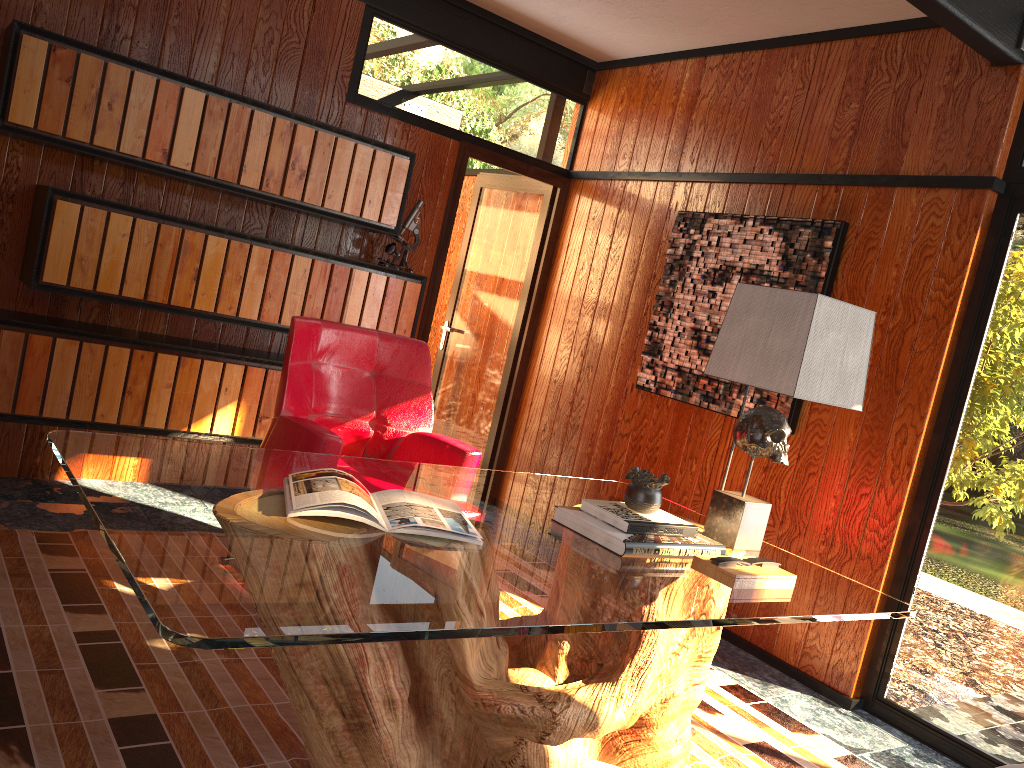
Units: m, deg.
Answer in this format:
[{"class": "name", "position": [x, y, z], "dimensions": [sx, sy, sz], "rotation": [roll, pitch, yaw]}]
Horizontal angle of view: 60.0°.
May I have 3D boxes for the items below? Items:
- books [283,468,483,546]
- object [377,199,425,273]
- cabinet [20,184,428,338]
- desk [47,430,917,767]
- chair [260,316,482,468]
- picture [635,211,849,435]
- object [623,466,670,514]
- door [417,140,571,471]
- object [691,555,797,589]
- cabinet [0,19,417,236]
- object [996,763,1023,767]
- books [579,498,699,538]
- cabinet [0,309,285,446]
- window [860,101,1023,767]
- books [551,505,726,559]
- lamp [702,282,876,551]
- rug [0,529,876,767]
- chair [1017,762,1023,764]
[{"class": "books", "position": [-0.297, 0.267, 2.012], "dimensions": [0.422, 0.049, 0.300], "rotation": [12, 5, -17]}, {"class": "object", "position": [-0.523, -0.724, 4.257], "dimensions": [0.181, 0.354, 0.142], "rotation": [13, 5, 0]}, {"class": "cabinet", "position": [-1.184, -0.464, 3.907], "dimensions": [1.653, 0.390, 0.321], "rotation": [9, 6, -36]}, {"class": "desk", "position": [-0.085, 0.650, 2.204], "dimensions": [1.900, 0.632, 1.150], "rotation": [9, 6, -36]}, {"class": "chair", "position": [-0.549, 0.302, 3.095], "dimensions": [0.621, 0.956, 0.839], "rotation": [9, 6, -36]}, {"class": "picture", "position": [0.958, -0.311, 3.900], "dimensions": [0.061, 0.873, 0.916], "rotation": [9, 6, -36]}, {"class": "object", "position": [0.350, 0.283, 2.350], "dimensions": [0.121, 0.114, 0.118], "rotation": [9, 7, -42]}, {"class": "door", "position": [-0.388, -0.326, 5.149], "dimensions": [0.751, 1.955, 0.734], "rotation": [9, 6, -36]}, {"class": "object", "position": [0.572, 0.454, 2.177], "dimensions": [0.238, 0.049, 0.135], "rotation": [9, 6, -36]}, {"class": "cabinet", "position": [-1.221, -1.015, 3.743], "dimensions": [1.653, 0.390, 0.321], "rotation": [9, 6, -36]}, {"class": "object", "position": [1.205, 1.021, 1.511], "dimensions": [0.897, 0.489, 0.713], "rotation": [15, 5, 21]}, {"class": "books", "position": [0.334, 0.354, 2.339], "dimensions": [0.249, 0.029, 0.198], "rotation": [10, 6, -34]}, {"class": "cabinet", "position": [-1.458, 0.009, 3.832], "dimensions": [1.653, 0.390, 0.321], "rotation": [9, 6, -36]}, {"class": "window", "position": [2.242, 0.181, 2.320], "dimensions": [0.085, 2.580, 2.260], "rotation": [9, 6, -36]}, {"class": "books", "position": [0.333, 0.391, 2.326], "dimensions": [0.366, 0.040, 0.286], "rotation": [9, 6, -36]}, {"class": "lamp", "position": [0.738, 0.112, 2.504], "dimensions": [0.316, 0.732, 0.316], "rotation": [9, 6, -36]}, {"class": "rug", "position": [-0.284, 0.875, 2.742], "dimensions": [2.439, 0.042, 2.410], "rotation": [9, 6, -36]}, {"class": "chair", "position": [1.360, 0.915, 1.546], "dimensions": [1.298, 0.886, 0.593], "rotation": [12, 5, -9]}]
